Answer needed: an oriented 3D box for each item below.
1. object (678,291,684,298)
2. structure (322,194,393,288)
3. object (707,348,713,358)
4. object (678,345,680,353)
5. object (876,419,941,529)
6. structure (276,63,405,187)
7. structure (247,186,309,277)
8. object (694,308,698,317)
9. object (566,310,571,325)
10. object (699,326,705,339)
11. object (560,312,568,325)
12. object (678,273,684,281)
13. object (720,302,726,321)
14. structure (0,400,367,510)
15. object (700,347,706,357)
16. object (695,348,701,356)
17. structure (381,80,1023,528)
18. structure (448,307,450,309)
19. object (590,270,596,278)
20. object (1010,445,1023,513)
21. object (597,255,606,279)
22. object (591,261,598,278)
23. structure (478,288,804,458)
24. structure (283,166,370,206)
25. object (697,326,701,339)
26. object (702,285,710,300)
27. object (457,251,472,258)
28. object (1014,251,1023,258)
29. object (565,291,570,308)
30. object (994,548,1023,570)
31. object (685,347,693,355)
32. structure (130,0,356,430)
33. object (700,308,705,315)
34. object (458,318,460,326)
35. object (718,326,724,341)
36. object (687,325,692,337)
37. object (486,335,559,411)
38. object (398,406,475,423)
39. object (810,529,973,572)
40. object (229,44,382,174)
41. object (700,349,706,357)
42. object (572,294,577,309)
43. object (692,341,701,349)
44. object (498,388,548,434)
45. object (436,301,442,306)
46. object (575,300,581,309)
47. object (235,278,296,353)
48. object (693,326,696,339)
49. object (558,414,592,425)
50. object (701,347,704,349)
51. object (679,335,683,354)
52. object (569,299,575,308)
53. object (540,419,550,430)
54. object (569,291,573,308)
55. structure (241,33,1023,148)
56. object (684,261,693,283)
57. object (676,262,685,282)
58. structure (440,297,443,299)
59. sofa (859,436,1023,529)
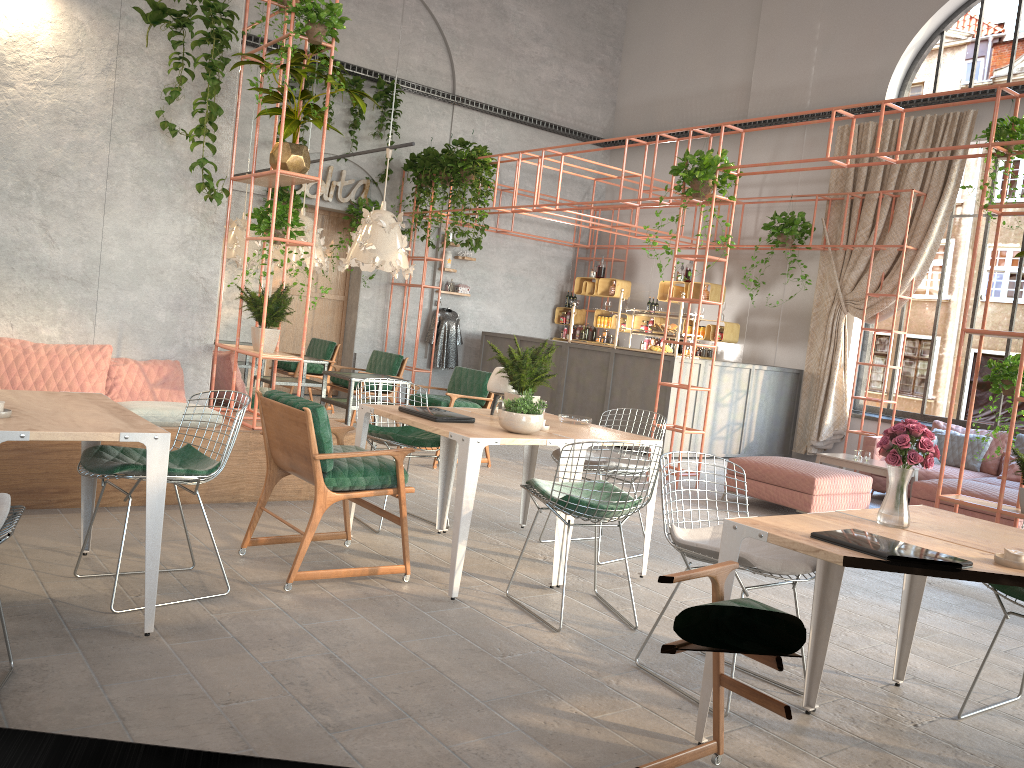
[{"bbox_3d":[2.494,-1.283,12.991,0.123,0.142,0.141,4,5,-37],"label":"object"},{"bbox_3d":[-2.247,-2.186,12.999,0.950,1.527,0.921,3,5,-39],"label":"structure"},{"bbox_3d":[2.842,-0.448,12.748,0.073,0.131,0.073,3,6,-44],"label":"object"},{"bbox_3d":[2.445,-0.594,13.094,0.065,0.280,0.065,7,4,6],"label":"object"},{"bbox_3d":[1.488,0.337,3.368,0.213,0.414,0.225,3,6,-45],"label":"object"},{"bbox_3d":[-2.438,-3.647,12.371,1.939,1.514,0.856,3,5,-43],"label":"structure"},{"bbox_3d":[-3.268,-2.265,12.165,0.921,1.527,0.950,6,4,-4],"label":"structure"},{"bbox_3d":[2.651,-1.012,12.733,0.083,0.159,0.083,7,4,7],"label":"object"},{"bbox_3d":[0.972,-1.124,14.920,0.072,0.248,0.094,4,5,-37],"label":"object"},{"bbox_3d":[2.704,-0.727,12.588,0.069,0.191,0.069,5,4,-20],"label":"object"},{"bbox_3d":[0.885,-1.117,15.054,0.131,0.207,0.131,7,4,8],"label":"object"},{"bbox_3d":[2.473,-1.558,12.978,0.088,0.123,0.088,8,4,19],"label":"object"},{"bbox_3d":[2.967,-1.018,12.524,0.075,0.273,0.075,10,5,41],"label":"object"},{"bbox_3d":[-4.576,0.140,7.586,4.386,0.500,5.831,4,5,-37],"label":"structure"},{"bbox_3d":[2.731,-0.454,12.656,0.073,0.131,0.073,3,6,-44],"label":"object"},{"bbox_3d":[2.636,-0.455,12.685,0.115,0.107,0.115,8,4,19],"label":"object"},{"bbox_3d":[3.856,-0.549,8.622,4.157,4.247,14.689,4,5,-37],"label":"structure"},{"bbox_3d":[-0.986,-1.183,13.950,0.066,0.044,0.019,4,5,-37],"label":"structure"},{"bbox_3d":[1.328,-1.797,14.500,0.088,0.123,0.088,8,4,19],"label":"object"},{"bbox_3d":[3.677,0.653,6.182,0.438,0.527,0.368,4,5,-37],"label":"object"},{"bbox_3d":[1.474,-1.916,14.553,0.134,0.386,0.134,6,4,-4],"label":"object"},{"bbox_3d":[1.383,-1.896,14.730,0.134,0.301,0.134,10,5,41],"label":"object"},{"bbox_3d":[1.740,-0.286,13.004,2.579,2.022,4.057,4,5,-37],"label":"structure"},{"bbox_3d":[-2.601,-2.830,12.510,1.312,0.505,0.063,4,5,-37],"label":"structure"},{"bbox_3d":[2.650,-0.739,12.660,0.069,0.191,0.069,6,4,-2],"label":"object"},{"bbox_3d":[2.776,-1.291,12.723,0.137,0.261,0.137,6,4,-1],"label":"object"},{"bbox_3d":[-0.739,-2.041,13.924,0.263,0.101,0.013,4,5,-37],"label":"object"},{"bbox_3d":[3.954,-0.785,6.052,0.923,0.946,0.924,8,4,19],"label":"object"},{"bbox_3d":[0.939,-1.433,14.990,0.066,0.291,0.066,8,4,22],"label":"object"},{"bbox_3d":[1.649,0.570,2.912,0.115,0.073,0.115,3,5,-43],"label":"object"},{"bbox_3d":[2.559,-0.471,12.788,0.115,0.107,0.115,3,5,-40],"label":"object"},{"bbox_3d":[-3.028,-1.670,5.277,4.501,4.345,14.096,3,5,-38],"label":"structure"},{"bbox_3d":[2.705,-1.001,12.661,0.083,0.159,0.083,7,4,7],"label":"object"},{"bbox_3d":[-0.837,-0.998,14.079,0.033,0.146,0.070,8,4,24],"label":"object"},{"bbox_3d":[2.923,-0.695,12.369,0.131,0.207,0.131,7,4,8],"label":"object"},{"bbox_3d":[2.553,-0.759,12.789,0.069,0.191,0.069,5,4,-25],"label":"object"},{"bbox_3d":[0.071,-0.029,5.247,0.438,0.527,0.368,4,5,-37],"label":"object"},{"bbox_3d":[-0.437,0.175,5.100,0.268,0.031,0.427,4,5,-37],"label":"object"},{"bbox_3d":[1.235,0.546,2.905,0.268,0.031,0.427,4,5,-37],"label":"object"},{"bbox_3d":[-1.448,-1.926,6.193,0.934,0.947,0.903,8,4,14],"label":"object"},{"bbox_3d":[2.735,-0.449,12.760,0.115,0.107,0.115,4,5,-31],"label":"object"},{"bbox_3d":[1.066,-1.425,15.085,0.066,0.291,0.066,7,4,2],"label":"object"},{"bbox_3d":[2.662,-0.563,12.767,0.115,0.107,0.115,8,4,19],"label":"object"},{"bbox_3d":[0.054,0.143,4.815,0.248,0.247,0.254,4,5,-37],"label":"object"},{"bbox_3d":[-1.135,-1.269,13.803,0.093,0.121,0.049,4,5,-35],"label":"object"},{"bbox_3d":[1.110,-1.342,14.999,0.115,0.147,0.115,7,4,7],"label":"object"},{"bbox_3d":[-1.746,-0.487,6.298,0.438,0.527,0.368,4,5,-37],"label":"object"},{"bbox_3d":[2.673,-0.751,12.881,0.069,0.191,0.069,7,4,2],"label":"object"},{"bbox_3d":[0.398,0.227,5.609,0.218,0.041,0.218,4,5,-29],"label":"object"},{"bbox_3d":[2.763,-0.465,12.853,0.073,0.131,0.073,8,4,24],"label":"object"},{"bbox_3d":[2.508,-0.594,13.146,0.074,0.287,0.072,6,4,-5],"label":"object"},{"bbox_3d":[1.006,-1.348,14.919,0.115,0.147,0.115,7,4,7],"label":"object"},{"bbox_3d":[0.162,0.224,5.106,0.115,0.078,0.115,4,5,-32],"label":"object"},{"bbox_3d":[1.000,-1.429,15.037,0.066,0.291,0.066,4,5,-31],"label":"object"},{"bbox_3d":[0.173,-3.611,5.016,15.603,0.110,15.203,4,5,-37],"label":"structure"},{"bbox_3d":[2.619,-1.678,13.031,0.134,0.386,0.134,10,5,41],"label":"object"},{"bbox_3d":[2.529,-1.658,13.207,0.134,0.301,0.134,10,5,41],"label":"object"},{"bbox_3d":[-1.111,-1.342,13.829,0.066,0.044,0.019,4,5,-37],"label":"structure"},{"bbox_3d":[4.469,1.011,8.792,1.960,0.672,2.219,4,5,-37],"label":"sofa"}]
